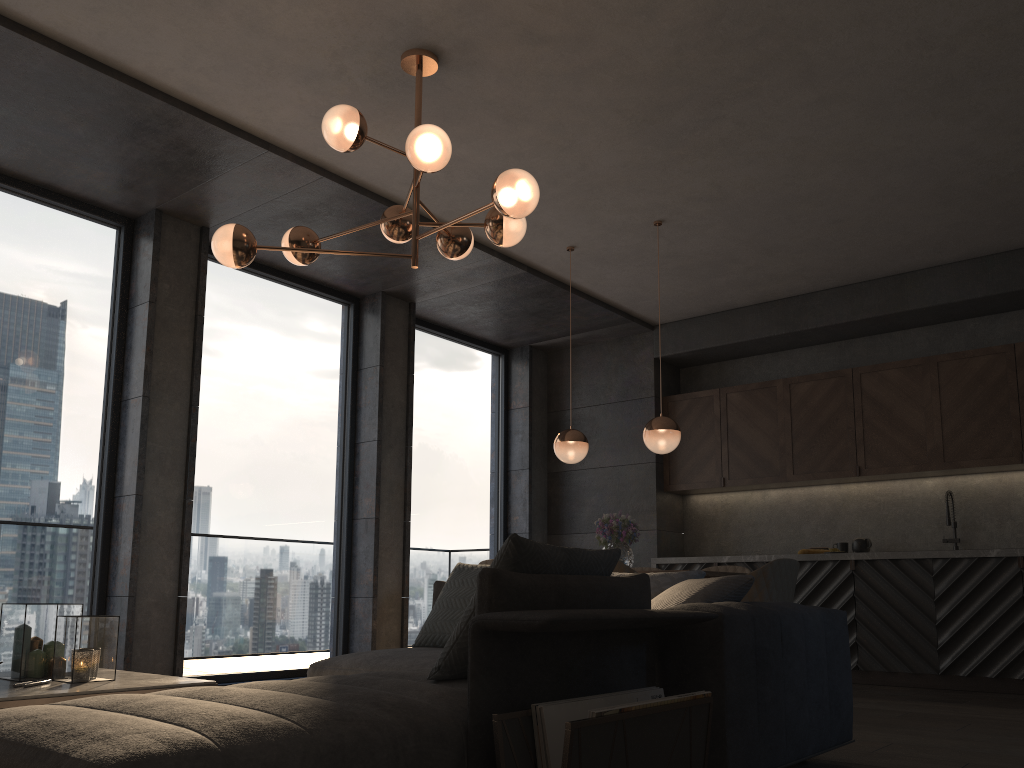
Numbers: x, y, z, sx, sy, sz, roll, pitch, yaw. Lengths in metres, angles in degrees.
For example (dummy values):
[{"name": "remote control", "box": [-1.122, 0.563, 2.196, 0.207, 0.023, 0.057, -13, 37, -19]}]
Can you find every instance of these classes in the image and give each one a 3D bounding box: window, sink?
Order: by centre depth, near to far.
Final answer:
[{"name": "window", "box": [-2.339, 0.445, 5.626, 0.200, 2.955, 7.341, -6, -14, 38]}, {"name": "sink", "box": [3.254, 1.031, 6.436, 0.968, 0.539, 0.465, -10, -15, 38]}]

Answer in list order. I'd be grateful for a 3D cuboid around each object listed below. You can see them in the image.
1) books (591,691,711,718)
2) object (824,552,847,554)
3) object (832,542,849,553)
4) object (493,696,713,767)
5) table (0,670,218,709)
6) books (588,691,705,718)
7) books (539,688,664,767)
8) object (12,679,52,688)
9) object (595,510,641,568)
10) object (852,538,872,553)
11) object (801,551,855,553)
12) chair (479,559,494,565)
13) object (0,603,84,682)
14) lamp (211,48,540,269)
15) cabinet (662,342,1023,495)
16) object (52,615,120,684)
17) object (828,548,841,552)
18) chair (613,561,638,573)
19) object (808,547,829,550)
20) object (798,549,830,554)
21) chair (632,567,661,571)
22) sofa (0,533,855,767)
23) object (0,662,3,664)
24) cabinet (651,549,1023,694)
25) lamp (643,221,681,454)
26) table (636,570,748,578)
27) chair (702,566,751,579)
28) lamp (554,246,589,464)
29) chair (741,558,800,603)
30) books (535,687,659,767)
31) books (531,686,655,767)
[{"name": "books", "box": [0.339, 0.960, 2.176, 0.065, 0.350, 0.573, -7, -14, 38]}, {"name": "object", "box": [2.510, 1.317, 6.853, 0.170, 0.020, 0.172, 7, -15, -25]}, {"name": "object", "box": [2.610, 1.308, 6.993, 0.112, 0.102, 0.091, 4, -11, -18]}, {"name": "object", "box": [0.248, 0.966, 2.164, 0.217, 0.346, 0.674, -8, -15, 38]}, {"name": "table", "box": [-1.672, 1.159, 2.966, 0.936, 0.304, 0.940, -10, -17, 38]}, {"name": "books", "box": [0.333, 0.963, 2.190, 0.065, 0.350, 0.573, -7, -14, 38]}, {"name": "books", "box": [0.270, 0.976, 2.241, 0.079, 0.348, 0.573, -7, -14, 38]}, {"name": "object", "box": [-1.560, 0.977, 2.885, 0.046, 0.012, 0.184, 0, -14, 0]}, {"name": "object", "box": [0.685, 1.016, 5.703, 0.298, 0.403, 0.333, -1, -11, 9]}, {"name": "object", "box": [2.728, 1.269, 6.898, 0.136, 0.135, 0.155, -2, -12, 11]}, {"name": "object", "box": [2.493, 1.331, 6.919, 0.492, 0.039, 0.288, -9, -16, 33]}, {"name": "chair", "box": [0.078, 1.487, 5.341, 0.514, 0.824, 0.560, 9, -13, -41]}, {"name": "object", "box": [-1.677, 0.911, 3.136, 0.200, 0.257, 0.198, -8, -13, 38]}, {"name": "lamp", "box": [-0.491, -0.960, 4.091, 1.465, 1.023, 1.030, -3, -12, 15]}, {"name": "cabinet", "box": [2.787, 0.327, 7.034, 3.414, 0.853, 0.373, -10, -14, 38]}, {"name": "object", "box": [-1.474, 0.914, 3.055, 0.149, 0.217, 0.151, -8, -13, 38]}, {"name": "object", "box": [2.511, 1.299, 6.855, 0.121, 0.044, 0.117, -12, -18, 43]}, {"name": "chair", "box": [0.557, 1.399, 4.963, 0.557, 0.824, 0.516, -6, -12, 33]}, {"name": "object", "box": [2.471, 1.351, 7.109, 0.157, 0.067, 0.118, -5, -14, 23]}, {"name": "object", "box": [2.401, 1.332, 6.976, 0.301, 0.054, 0.072, 3, -12, -10]}, {"name": "chair", "box": [0.816, 1.703, 6.219, 0.557, 0.824, 0.516, -6, -12, 33]}, {"name": "sofa", "box": [-0.310, 0.943, 2.989, 2.036, 0.772, 2.941, -10, -17, 37]}, {"name": "object", "box": [-1.900, 0.955, 2.948, 0.347, 0.082, 0.352, -3, -14, 16]}, {"name": "cabinet", "box": [2.704, 1.776, 6.722, 3.414, 0.936, 0.606, -10, -14, 38]}, {"name": "lamp", "box": [0.953, -0.311, 5.689, 0.239, 1.522, 0.242, -2, -9, 14]}, {"name": "table", "box": [0.653, 1.587, 5.600, 1.476, 0.758, 0.776, -10, -15, 38]}, {"name": "chair", "box": [1.309, 1.605, 5.799, 0.558, 0.824, 0.515, -8, -13, 38]}, {"name": "lamp", "box": [0.408, -0.209, 6.124, 0.240, 1.522, 0.241, -8, -12, 44]}, {"name": "chair", "box": [1.353, 1.416, 5.014, 0.514, 0.824, 0.560, -9, -14, 42]}, {"name": "books", "box": [0.256, 0.978, 2.254, 0.068, 0.349, 0.573, -7, -14, 38]}, {"name": "books", "box": [0.246, 0.980, 2.265, 0.063, 0.350, 0.573, -7, -14, 38]}]
